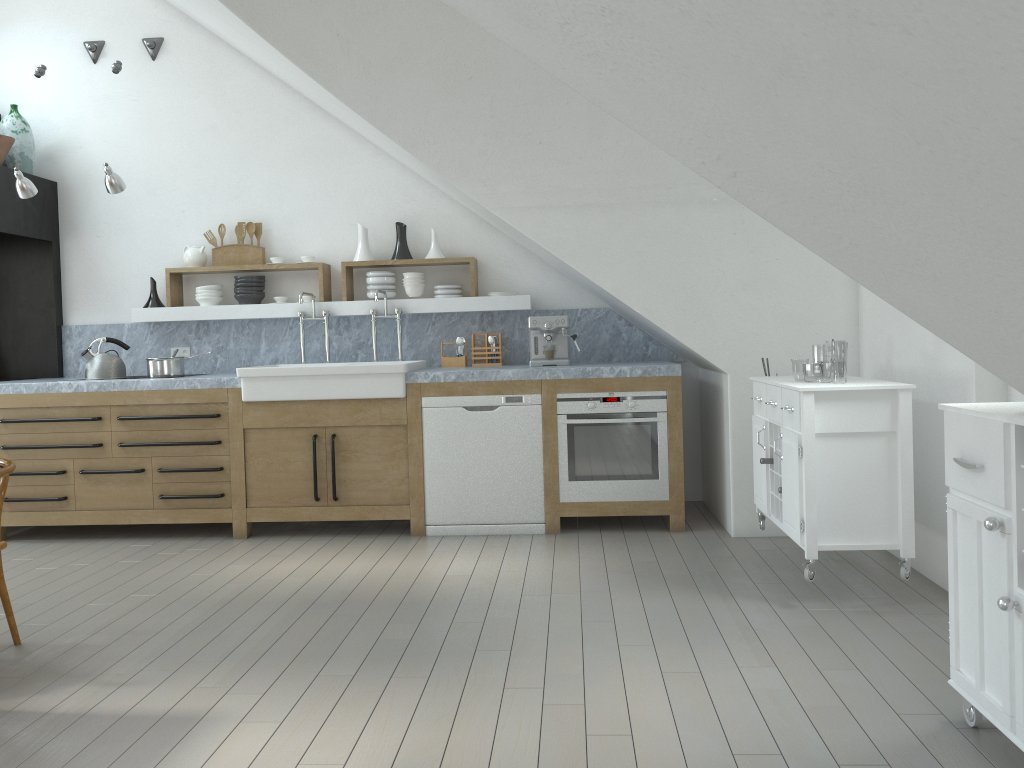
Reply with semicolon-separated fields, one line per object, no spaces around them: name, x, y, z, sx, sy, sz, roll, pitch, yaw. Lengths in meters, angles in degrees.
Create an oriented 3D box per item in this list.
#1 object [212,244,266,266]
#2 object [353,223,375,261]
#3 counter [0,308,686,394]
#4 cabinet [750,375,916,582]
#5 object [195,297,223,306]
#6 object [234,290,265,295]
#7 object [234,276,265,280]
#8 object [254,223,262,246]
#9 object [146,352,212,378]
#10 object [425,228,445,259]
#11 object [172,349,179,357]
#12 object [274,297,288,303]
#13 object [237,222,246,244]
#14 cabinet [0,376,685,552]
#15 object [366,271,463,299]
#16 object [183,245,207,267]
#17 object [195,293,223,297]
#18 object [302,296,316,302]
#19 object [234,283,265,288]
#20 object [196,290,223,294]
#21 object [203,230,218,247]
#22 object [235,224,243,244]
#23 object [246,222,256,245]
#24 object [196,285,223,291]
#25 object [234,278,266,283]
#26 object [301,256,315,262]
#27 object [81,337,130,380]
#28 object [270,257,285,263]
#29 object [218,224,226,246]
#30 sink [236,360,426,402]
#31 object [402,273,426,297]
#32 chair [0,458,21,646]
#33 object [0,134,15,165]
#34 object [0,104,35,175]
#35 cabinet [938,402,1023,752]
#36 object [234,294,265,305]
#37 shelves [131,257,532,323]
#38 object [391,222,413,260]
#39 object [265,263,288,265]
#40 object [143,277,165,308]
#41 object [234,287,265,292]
object;-1.885;-0.885;6.117;0.353;0.157;0.084;-2;2;4
object;-1.012;-0.962;6.039;0.156;0.268;0.156;-2;2;-7
counter;-2.138;-0.298;5.764;6.574;0.619;0.962;-2;2;4
cabinet;1.428;0.377;4.122;0.497;0.788;1.136;-2;2;4
object;-2.081;-0.564;6.100;0.181;0.063;0.181;0;3;26
object;-1.800;-0.602;6.081;0.205;0.086;0.205;1;4;41
object;-1.798;-0.705;6.084;0.205;0.080;0.205;-1;3;6
object;-1.752;-0.967;6.117;0.057;0.294;0.030;-2;1;4
object;-2.112;-0.113;5.623;0.394;0.170;0.232;-3;2;-16
object;-0.524;-0.951;6.013;0.156;0.218;0.156;-2;2;-15
object;-2.190;-0.139;5.661;0.051;0.166;0.236;-2;2;-1
object;-1.587;-0.573;6.089;0.098;0.048;0.098;-2;3;1
object;-1.854;-0.964;6.103;0.057;0.299;0.019;-2;1;4
cabinet;-2.188;0.524;5.764;6.427;1.021;1.005;-2;2;4
object;-0.659;-0.666;6.004;0.657;0.196;0.198;-2;2;3
object;-2.195;-0.881;6.129;0.168;0.169;0.174;-2;2;-13
object;-2.082;-0.586;6.100;0.181;0.065;0.181;1;4;41
object;-1.395;-0.578;6.077;0.098;0.048;0.098;-2;3;1
object;-1.799;-0.652;6.079;0.205;0.072;0.206;-2;3;-9
object;-2.080;-0.610;6.099;0.181;0.069;0.181;-1;3;21
object;-2.042;-0.943;6.134;0.199;0.259;0.016;-1;1;14
object;-1.887;-0.965;6.125;0.061;0.299;0.040;-2;1;1
object;-1.790;-0.965;6.101;0.067;0.298;0.039;-2;1;4
object;-2.080;-0.639;6.098;0.181;0.076;0.181;1;4;41
object;-1.796;-0.677;6.082;0.205;0.084;0.206;0;3;31
object;-1.396;-0.846;6.071;0.098;0.048;0.098;-2;3;1
object;-2.592;-0.165;5.648;0.246;0.267;0.246;-1;2;14
object;-1.610;-0.840;6.085;0.098;0.048;0.098;-2;3;1
object;-2.006;-0.962;6.133;0.055;0.299;0.027;-2;1;4
sink;-1.092;-0.024;5.532;1.020;0.202;0.728;-2;3;4
object;-0.660;-0.667;5.980;0.158;0.160;0.154;0;2;32
chair;-2.153;0.675;3.279;0.527;0.734;0.622;-2;2;0
object;-3.441;-1.511;5.759;0.348;0.236;0.367;-1;3;21
object;-3.407;-1.662;6.083;0.231;0.503;0.231;-3;2;-45
cabinet;1.475;0.417;1.985;0.610;1.153;1.243;-2;2;4
object;-1.799;-0.576;6.081;0.205;0.072;0.206;-2;3;-9
shelves;-2.656;-1.098;6.003;5.549;1.361;0.480;-2;1;-2
object;-0.750;-0.969;6.018;0.156;0.268;0.156;-2;2;8
object;-1.609;-0.817;6.085;0.164;0.012;0.164;-1;3;21
object;-2.483;-0.633;6.145;0.156;0.218;0.156;-2;2;-15
object;-1.798;-0.630;6.074;0.205;0.086;0.205;-4;4;-44
